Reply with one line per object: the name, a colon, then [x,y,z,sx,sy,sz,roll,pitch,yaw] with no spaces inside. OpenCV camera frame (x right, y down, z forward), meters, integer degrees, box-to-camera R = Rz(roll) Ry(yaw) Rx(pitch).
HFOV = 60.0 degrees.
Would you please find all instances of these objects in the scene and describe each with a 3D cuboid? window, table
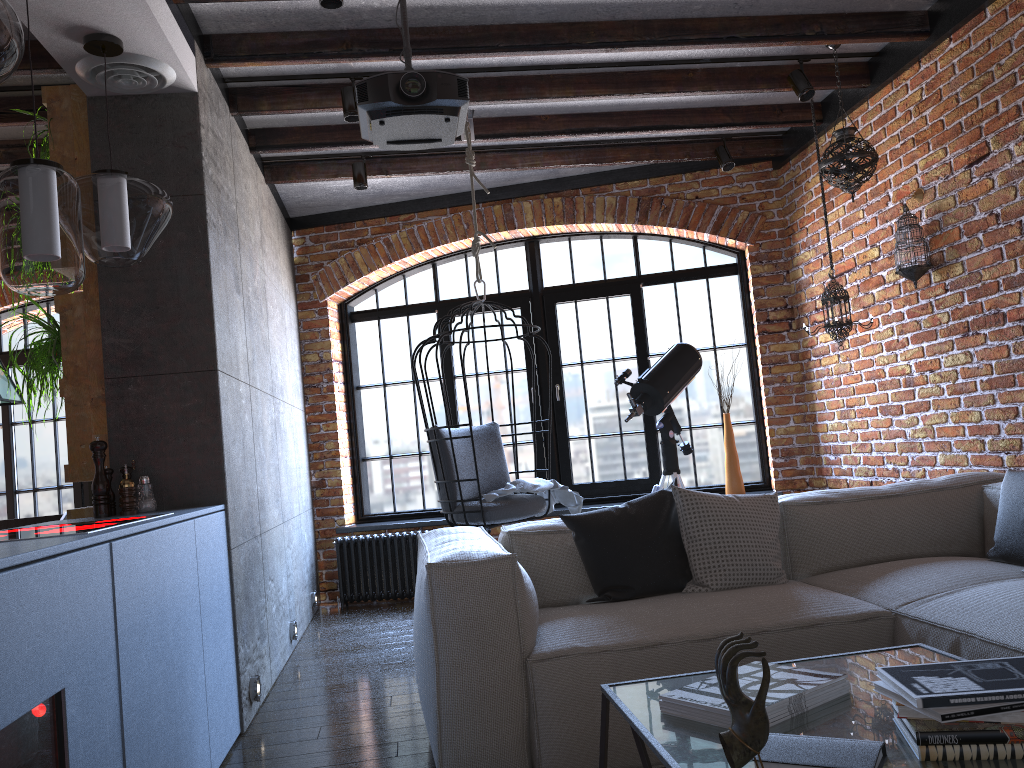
window: [-3.214,0.259,6.683,3.145,2.232,0.177,-6,-4,10]
table: [0.632,0.789,1.604,0.842,0.388,0.849,-5,-4,-7]
window: [0.227,-0.099,6.240,3.293,2.232,0.177,-6,-4,10]

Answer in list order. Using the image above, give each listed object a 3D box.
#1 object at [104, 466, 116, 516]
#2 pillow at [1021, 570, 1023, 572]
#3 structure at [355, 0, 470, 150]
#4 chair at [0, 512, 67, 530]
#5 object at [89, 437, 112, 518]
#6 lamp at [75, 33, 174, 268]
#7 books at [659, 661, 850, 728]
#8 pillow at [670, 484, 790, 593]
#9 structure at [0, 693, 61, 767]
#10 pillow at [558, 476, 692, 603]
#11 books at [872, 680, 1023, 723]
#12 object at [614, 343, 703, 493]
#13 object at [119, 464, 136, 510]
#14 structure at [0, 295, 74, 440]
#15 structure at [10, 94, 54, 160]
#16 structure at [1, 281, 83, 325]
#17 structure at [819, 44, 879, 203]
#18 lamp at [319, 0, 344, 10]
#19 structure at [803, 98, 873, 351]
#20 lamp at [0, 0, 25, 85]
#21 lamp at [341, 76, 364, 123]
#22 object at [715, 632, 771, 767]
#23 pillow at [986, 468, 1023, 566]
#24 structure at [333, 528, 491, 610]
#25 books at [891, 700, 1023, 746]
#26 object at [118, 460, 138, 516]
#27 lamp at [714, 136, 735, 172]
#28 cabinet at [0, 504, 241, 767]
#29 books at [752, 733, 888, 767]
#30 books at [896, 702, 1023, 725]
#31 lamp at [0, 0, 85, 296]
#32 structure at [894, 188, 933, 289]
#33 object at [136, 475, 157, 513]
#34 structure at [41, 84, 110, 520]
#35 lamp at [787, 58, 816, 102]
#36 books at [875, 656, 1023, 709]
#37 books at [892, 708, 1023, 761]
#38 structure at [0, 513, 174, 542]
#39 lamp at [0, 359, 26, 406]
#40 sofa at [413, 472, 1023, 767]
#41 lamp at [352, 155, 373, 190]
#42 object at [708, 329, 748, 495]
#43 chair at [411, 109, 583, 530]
object: [-1.446,0.383,3.173,0.048,0.179,0.048,-9,-5,43]
pillow: [1.770,0.415,2.622,0.293,0.354,0.496,-4,-4,-22]
structure: [-0.408,-1.350,3.399,0.409,0.816,0.464,-5,-4,-7]
chair: [-2.931,1.197,5.178,0.495,0.818,0.611,-5,-4,-7]
object: [-1.442,0.326,3.105,0.061,0.282,0.061,-6,-4,7]
lamp: [-1.321,-0.765,2.915,0.367,0.746,0.367,-2,-5,-44]
books: [0.473,0.604,1.730,0.308,0.038,0.225,-2,-5,-37]
pillow: [0.789,0.539,3.178,0.543,0.402,0.251,-3,-4,-25]
structure: [-0.963,0.735,1.221,0.332,0.394,0.944,-5,-4,-7]
pillow: [0.452,0.556,3.161,0.538,0.417,0.239,-4,-4,-18]
books: [0.760,0.498,1.441,0.268,0.014,0.196,-5,-4,-8]
object: [0.833,0.502,5.017,0.570,1.471,0.616,-7,-4,19]
object: [-1.386,0.379,3.195,0.048,0.179,0.048,-4,-4,-24]
structure: [-1.773,-0.054,3.613,0.422,0.620,0.571,-6,-4,12]
structure: [-1.725,-0.905,3.668,0.570,0.620,0.422,-4,-4,-18]
structure: [-1.855,-0.529,3.607,0.570,0.620,0.422,-2,-5,-38]
structure: [1.575,-1.245,4.216,0.265,0.778,0.273,-8,-5,32]
lamp: [-0.612,-1.403,3.064,0.119,0.184,0.082,-5,-4,-11]
structure: [1.627,-0.885,4.608,0.389,1.436,0.339,-5,-4,-7]
lamp: [-1.186,-0.905,1.761,0.364,0.664,0.365,-4,-4,-24]
lamp: [-0.735,-1.313,4.083,0.083,0.188,0.116,-2,-6,-44]
object: [0.347,0.489,1.313,0.099,0.222,0.093,-8,-5,32]
pillow: [1.782,0.425,2.965,0.263,0.400,0.510,-4,-4,-13]
structure: [-0.636,1.205,5.819,1.115,0.476,0.106,-6,-4,10]
books: [0.765,0.536,1.435,0.251,0.023,0.209,-6,-4,12]
object: [-1.345,0.363,3.124,0.058,0.192,0.081,-8,-5,34]
lamp: [1.292,-1.396,5.400,0.093,0.208,0.134,-3,-5,-31]
cabinet: [-1.149,0.764,1.758,0.607,0.844,2.962,-5,-4,-7]
books: [0.478,0.580,1.382,0.182,0.029,0.129,-8,-5,30]
books: [0.769,0.516,1.459,0.239,0.022,0.190,-8,-5,27]
lamp: [-1.256,-0.710,2.329,0.195,0.955,0.198,-7,-4,23]
structure: [1.890,-0.690,4.213,0.169,0.482,0.169,-5,-4,-7]
object: [-1.312,0.393,3.175,0.069,0.135,0.069,-3,-4,-27]
structure: [-1.798,0.127,4.800,0.206,2.380,2.831,-5,-4,-7]
lamp: [1.415,-1.486,4.349,0.090,0.208,0.134,-2,-5,-40]
books: [0.759,0.482,1.442,0.268,0.014,0.196,-6,-4,4]
books: [0.766,0.559,1.433,0.247,0.024,0.209,-6,-4,12]
structure: [-1.266,0.406,2.380,0.504,0.057,0.764,-5,-4,-7]
lamp: [-2.995,-0.545,4.498,0.465,1.266,1.258,-5,-4,-7]
sofa: [1.064,0.669,2.027,2.536,0.697,3.302,-5,-4,-8]
lamp: [-0.863,-1.224,5.135,0.121,0.184,0.082,-4,-4,-14]
object: [1.428,0.186,5.705,0.270,1.053,0.299,-6,-4,13]
chair: [-0.184,-0.316,4.671,0.683,2.219,0.802,-8,-5,38]
